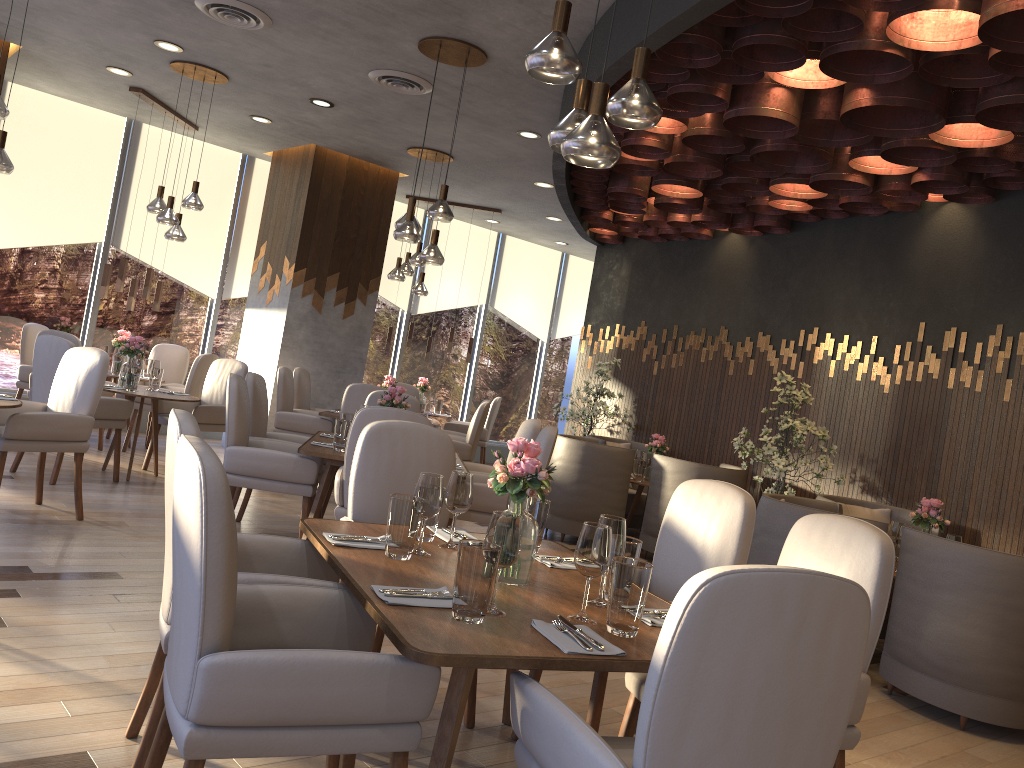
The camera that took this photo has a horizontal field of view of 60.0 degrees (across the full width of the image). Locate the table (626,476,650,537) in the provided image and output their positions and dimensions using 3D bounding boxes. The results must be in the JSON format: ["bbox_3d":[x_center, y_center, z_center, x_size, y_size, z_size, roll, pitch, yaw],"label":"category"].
[{"bbox_3d":[1.168,1.122,7.691,0.836,0.562,0.831,9,0,42],"label":"table"}]

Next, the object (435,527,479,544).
[{"bbox_3d":[-0.178,0.522,3.029,0.157,0.019,0.255,10,0,-27],"label":"object"}]

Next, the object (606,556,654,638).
[{"bbox_3d":[0.283,0.525,2.182,0.102,0.178,0.102,9,-1,44],"label":"object"}]

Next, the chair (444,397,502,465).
[{"bbox_3d":[-0.501,0.599,10.548,0.600,1.001,0.528,10,-1,3],"label":"chair"}]

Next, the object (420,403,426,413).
[{"bbox_3d":[-0.906,0.282,8.692,0.102,0.178,0.102,9,-1,29],"label":"object"}]

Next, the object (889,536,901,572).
[{"bbox_3d":[2.047,0.915,4.770,0.102,0.178,0.102,9,-1,35],"label":"object"}]

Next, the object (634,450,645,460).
[{"bbox_3d":[1.116,0.704,7.796,0.092,0.245,0.092,9,-1,26],"label":"object"}]

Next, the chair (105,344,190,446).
[{"bbox_3d":[-3.614,0.079,8.886,0.528,1.001,0.599,10,-1,7],"label":"chair"}]

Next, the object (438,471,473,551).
[{"bbox_3d":[-0.180,0.409,2.867,0.092,0.245,0.092,10,-1,-24],"label":"object"}]

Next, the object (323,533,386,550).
[{"bbox_3d":[-0.443,0.479,2.717,0.254,0.019,0.158,10,0,-24],"label":"object"}]

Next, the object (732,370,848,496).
[{"bbox_3d":[1.919,0.724,6.280,0.787,1.618,0.747,10,-1,-14],"label":"object"}]

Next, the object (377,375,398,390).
[{"bbox_3d":[-1.166,0.123,8.312,0.210,0.416,0.197,9,-1,27],"label":"object"}]

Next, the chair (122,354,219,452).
[{"bbox_3d":[-3.117,0.168,8.177,0.600,1.001,0.527,10,-1,6],"label":"chair"}]

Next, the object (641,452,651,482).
[{"bbox_3d":[1.137,0.709,7.584,0.092,0.245,0.092,9,-1,23],"label":"object"}]

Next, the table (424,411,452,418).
[{"bbox_3d":[-1.189,0.651,10.615,0.836,0.662,0.831,9,0,41],"label":"table"}]

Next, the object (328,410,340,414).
[{"bbox_3d":[-1.531,0.260,8.052,0.255,0.019,0.157,10,0,2],"label":"object"}]

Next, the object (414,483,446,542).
[{"bbox_3d":[-0.282,0.424,2.915,0.102,0.178,0.102,10,-1,-21],"label":"object"}]

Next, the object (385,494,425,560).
[{"bbox_3d":[-0.320,0.420,2.595,0.102,0.178,0.102,10,-1,-18],"label":"object"}]

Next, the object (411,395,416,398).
[{"bbox_3d":[-0.990,0.235,8.633,0.092,0.245,0.092,11,-2,-45],"label":"object"}]

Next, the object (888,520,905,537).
[{"bbox_3d":[2.184,0.903,5.048,0.092,0.245,0.092,8,-2,44],"label":"object"}]

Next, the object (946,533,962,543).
[{"bbox_3d":[2.374,0.937,4.790,0.092,0.245,0.092,9,-1,23],"label":"object"}]

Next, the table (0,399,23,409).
[{"bbox_3d":[-3.070,0.368,4.600,0.834,0.662,0.833,10,0,9],"label":"table"}]

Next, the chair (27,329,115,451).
[{"bbox_3d":[-3.805,0.055,7.610,0.528,1.001,0.599,9,-1,9],"label":"chair"}]

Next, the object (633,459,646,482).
[{"bbox_3d":[1.071,0.732,7.493,0.102,0.178,0.102,10,-1,7],"label":"object"}]

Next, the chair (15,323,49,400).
[{"bbox_3d":[-4.291,-0.032,8.294,0.600,1.001,0.528,10,-1,3],"label":"chair"}]

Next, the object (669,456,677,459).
[{"bbox_3d":[1.359,0.747,7.602,0.092,0.245,0.092,10,-1,0],"label":"object"}]

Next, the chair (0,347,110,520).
[{"bbox_3d":[-2.745,0.251,5.093,0.529,1.001,0.598,9,-1,31],"label":"chair"}]

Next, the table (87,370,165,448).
[{"bbox_3d":[-3.737,0.232,8.271,0.832,0.662,0.835,10,0,-20],"label":"table"}]

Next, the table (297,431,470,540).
[{"bbox_3d":[-0.826,0.744,5.478,0.964,0.666,1.307,10,0,-7],"label":"table"}]

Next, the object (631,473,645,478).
[{"bbox_3d":[1.134,0.820,7.955,0.157,0.019,0.255,10,0,-21],"label":"object"}]

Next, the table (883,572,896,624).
[{"bbox_3d":[2.200,1.316,4.908,0.834,0.562,0.833,10,0,2],"label":"table"}]

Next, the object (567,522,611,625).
[{"bbox_3d":[0.196,0.477,2.240,0.092,0.245,0.092,10,-1,-19],"label":"object"}]

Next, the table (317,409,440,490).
[{"bbox_3d":[-1.255,0.653,8.271,0.964,0.666,1.306,10,0,0],"label":"table"}]

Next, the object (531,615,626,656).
[{"bbox_3d":[0.143,0.583,2.075,0.157,0.019,0.255,10,0,-22],"label":"object"}]

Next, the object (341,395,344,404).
[{"bbox_3d":[-1.474,0.190,7.893,0.102,0.178,0.102,10,-1,8],"label":"object"}]

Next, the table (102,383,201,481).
[{"bbox_3d":[-2.902,0.383,6.860,0.835,0.662,0.832,10,0,24],"label":"table"}]

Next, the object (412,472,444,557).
[{"bbox_3d":[-0.263,0.395,2.692,0.092,0.245,0.092,10,-1,-5],"label":"object"}]

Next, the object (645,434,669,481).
[{"bbox_3d":[1.253,0.641,7.715,0.210,0.416,0.197,9,-1,27],"label":"object"}]

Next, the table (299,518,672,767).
[{"bbox_3d":[-0.078,0.889,2.538,0.962,0.666,1.309,10,0,-24],"label":"table"}]

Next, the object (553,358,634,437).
[{"bbox_3d":[0.748,0.508,8.851,0.744,1.618,0.790,10,-1,-34],"label":"object"}]

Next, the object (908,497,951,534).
[{"bbox_3d":[2.297,0.836,4.922,0.197,0.416,0.210,10,-1,-28],"label":"object"}]

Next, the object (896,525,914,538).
[{"bbox_3d":[2.137,0.897,4.838,0.092,0.245,0.092,9,-1,18],"label":"object"}]
